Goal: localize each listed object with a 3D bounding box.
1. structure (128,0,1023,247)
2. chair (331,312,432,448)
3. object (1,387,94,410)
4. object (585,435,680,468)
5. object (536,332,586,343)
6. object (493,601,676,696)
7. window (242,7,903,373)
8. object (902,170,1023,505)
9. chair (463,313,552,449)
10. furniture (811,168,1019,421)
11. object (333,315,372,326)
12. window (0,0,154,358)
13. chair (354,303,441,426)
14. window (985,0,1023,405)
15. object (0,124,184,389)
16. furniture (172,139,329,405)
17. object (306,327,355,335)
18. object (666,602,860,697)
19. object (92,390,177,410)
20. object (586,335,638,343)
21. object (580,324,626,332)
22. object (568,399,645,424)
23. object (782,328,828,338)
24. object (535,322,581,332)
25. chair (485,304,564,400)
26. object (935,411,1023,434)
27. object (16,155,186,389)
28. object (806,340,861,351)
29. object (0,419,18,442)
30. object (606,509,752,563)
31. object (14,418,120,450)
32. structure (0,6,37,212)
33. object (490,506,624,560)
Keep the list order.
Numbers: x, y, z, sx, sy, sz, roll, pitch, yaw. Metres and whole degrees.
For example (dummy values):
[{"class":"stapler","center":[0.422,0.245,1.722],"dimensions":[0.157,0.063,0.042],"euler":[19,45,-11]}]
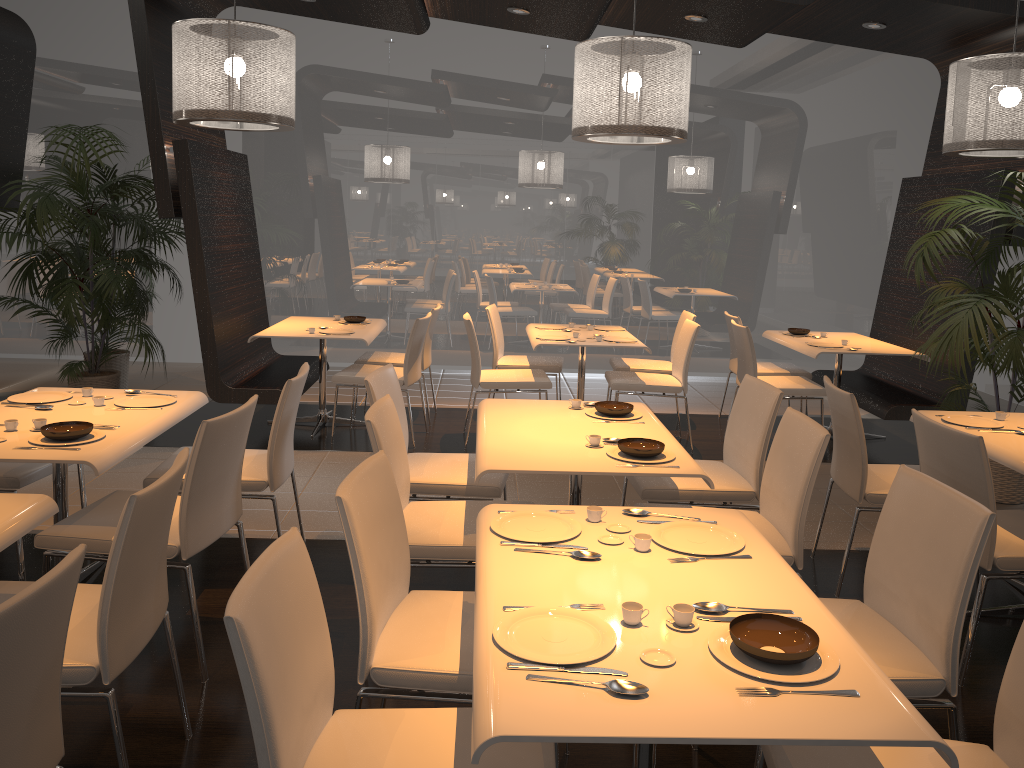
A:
[{"class":"structure","center":[0.556,-1.950,6.274],"dimensions":[5.931,1.713,1.416],"euler":[2,8,-2]},{"class":"chair","center":[-0.880,-0.056,6.101],"dimensions":[0.605,0.862,0.488],"euler":[3,7,5]},{"class":"object","center":[-1.931,0.053,3.678],"dimensions":[0.335,0.037,0.381],"euler":[0,11,-8]},{"class":"object","center":[0.424,0.226,3.149],"dimensions":[0.303,0.044,0.369],"euler":[1,10,-3]},{"class":"object","center":[0.339,-0.326,6.116],"dimensions":[0.335,0.037,0.381],"euler":[0,11,-8]},{"class":"object","center":[0.136,0.490,1.698],"dimensions":[0.335,0.037,0.381],"euler":[0,11,-8]},{"class":"window","center":[0.593,-2.047,8.565],"dimensions":[6.577,3.947,0.071],"euler":[2,6,-2]},{"class":"object","center":[3.004,-0.337,5.096],"dimensions":[1.506,2.042,1.575],"euler":[3,8,11]},{"class":"chair","center":[-0.049,-0.032,6.135],"dimensions":[0.605,0.866,0.488],"euler":[1,7,-5]},{"class":"furniture","center":[2.851,-0.706,6.484],"dimensions":[0.757,1.660,1.416],"euler":[2,8,-2]},{"class":"object","center":[-1.217,-0.489,6.701],"dimensions":[0.303,0.044,0.369],"euler":[1,10,-3]},{"class":"window","center":[-6.599,-2.237,8.310],"dimensions":[6.577,3.947,0.071],"euler":[2,6,-2]},{"class":"chair","center":[-0.857,-0.170,6.734],"dimensions":[0.605,0.866,0.488],"euler":[2,7,0]},{"class":"window","center":[4.563,-1.226,4.855],"dimensions":[0.070,3.941,6.652],"euler":[2,9,-2]},{"class":"object","center":[-2.977,-0.736,6.181],"dimensions":[1.560,2.042,1.520],"euler":[1,8,-8]},{"class":"furniture","center":[-1.797,-0.829,6.319],"dimensions":[0.757,1.660,1.416],"euler":[2,8,-2]},{"class":"object","center":[-1.260,-0.381,6.130],"dimensions":[0.335,0.037,0.381],"euler":[-1,11,-13]},{"class":"object","center":[0.471,0.493,1.725],"dimensions":[0.303,0.044,0.369],"euler":[1,10,-3]},{"class":"object","center":[-1.591,0.053,3.741],"dimensions":[0.335,0.037,0.381],"euler":[-1,11,-13]},{"class":"object","center":[0.700,-0.329,6.200],"dimensions":[0.335,0.037,0.381],"euler":[-1,11,-13]},{"class":"object","center":[0.695,-0.444,6.813],"dimensions":[0.335,0.037,0.381],"euler":[-1,11,-13]},{"class":"object","center":[0.403,0.105,3.794],"dimensions":[0.303,0.044,0.369],"euler":[1,10,-3]},{"class":"object","center":[2.250,-0.396,6.816],"dimensions":[0.303,0.044,0.369],"euler":[1,10,-3]},{"class":"object","center":[0.349,-0.438,6.721],"dimensions":[0.335,0.037,0.381],"euler":[0,11,-8]},{"class":"chair","center":[0.090,-0.157,6.819],"dimensions":[0.605,0.862,0.488],"euler":[3,7,5]},{"class":"object","center":[2.057,0.161,3.808],"dimensions":[0.335,0.037,0.381],"euler":[0,11,-8]},{"class":"object","center":[-3.232,-0.943,7.249],"dimensions":[1.509,2.042,1.572],"euler":[-5,10,-40]},{"class":"object","center":[2.264,-0.278,6.202],"dimensions":[0.335,0.037,0.381],"euler":[0,11,-8]},{"class":"object","center":[-1.911,0.167,3.067],"dimensions":[0.335,0.037,0.381],"euler":[0,11,-8]},{"class":"object","center":[0.427,0.380,2.337],"dimensions":[0.335,0.037,0.381],"euler":[-1,11,-13]},{"class":"object","center":[-1.589,0.165,3.122],"dimensions":[0.303,0.044,0.369],"euler":[1,10,-3]},{"class":"structure","center":[-6.598,-2.138,6.020],"dimensions":[5.931,1.713,1.416],"euler":[2,8,-2]},{"class":"object","center":[0.116,0.376,2.308],"dimensions":[0.335,0.037,0.381],"euler":[0,11,-8]}]
